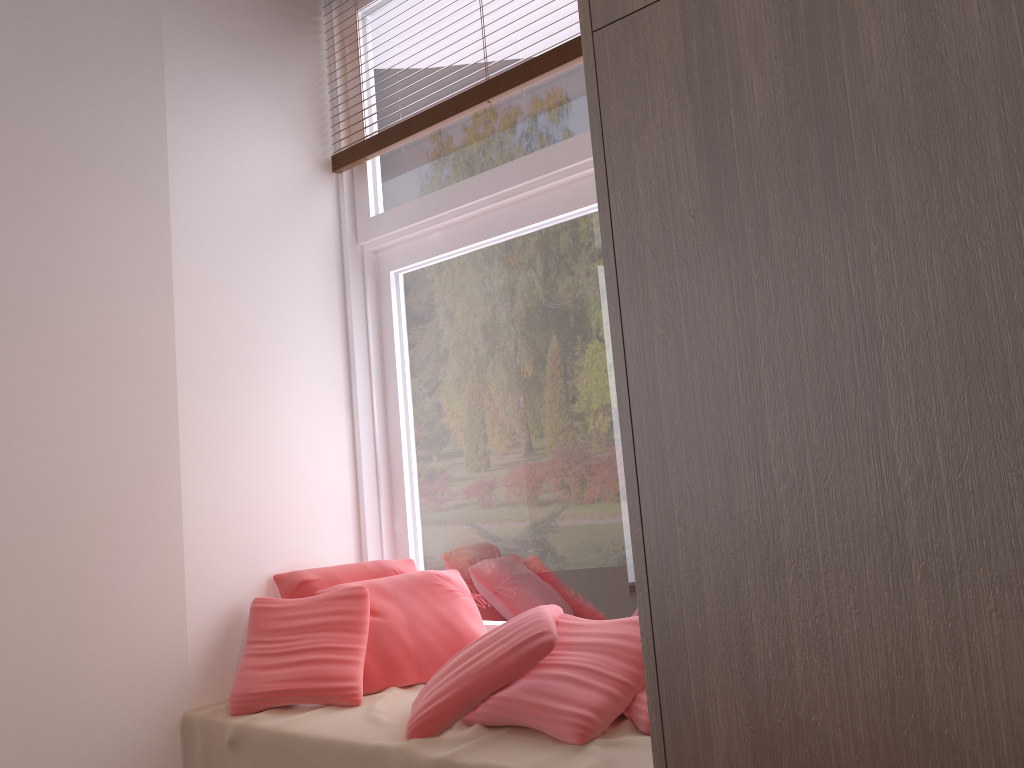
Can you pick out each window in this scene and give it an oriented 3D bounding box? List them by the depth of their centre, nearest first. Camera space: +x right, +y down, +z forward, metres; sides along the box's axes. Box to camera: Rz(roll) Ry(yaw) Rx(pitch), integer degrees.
[{"bbox_3d":[0.043,-0.332,2.504,1.407,2.229,0.160,-11,-9,40],"label":"window"}]

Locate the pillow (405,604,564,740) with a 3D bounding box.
[{"bbox_3d":[-0.047,0.635,2.000,0.356,0.234,0.389,-5,-7,1],"label":"pillow"}]

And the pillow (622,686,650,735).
[{"bbox_3d":[0.358,0.625,1.929,0.373,0.150,0.397,-2,-7,-21],"label":"pillow"}]

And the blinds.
[{"bbox_3d":[-0.114,-1.352,2.544,1.373,1.142,0.042,-11,-9,40],"label":"blinds"}]

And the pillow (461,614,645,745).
[{"bbox_3d":[0.124,0.615,1.899,0.354,0.200,0.403,1,-9,-41],"label":"pillow"}]

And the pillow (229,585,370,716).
[{"bbox_3d":[-0.542,0.686,2.305,0.357,0.278,0.264,-5,-7,5],"label":"pillow"}]

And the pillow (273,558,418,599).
[{"bbox_3d":[-0.429,0.687,2.556,0.484,0.334,0.193,-1,-8,-27],"label":"pillow"}]

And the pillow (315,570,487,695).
[{"bbox_3d":[-0.281,0.671,2.458,0.485,0.279,0.270,-2,-7,-23],"label":"pillow"}]
